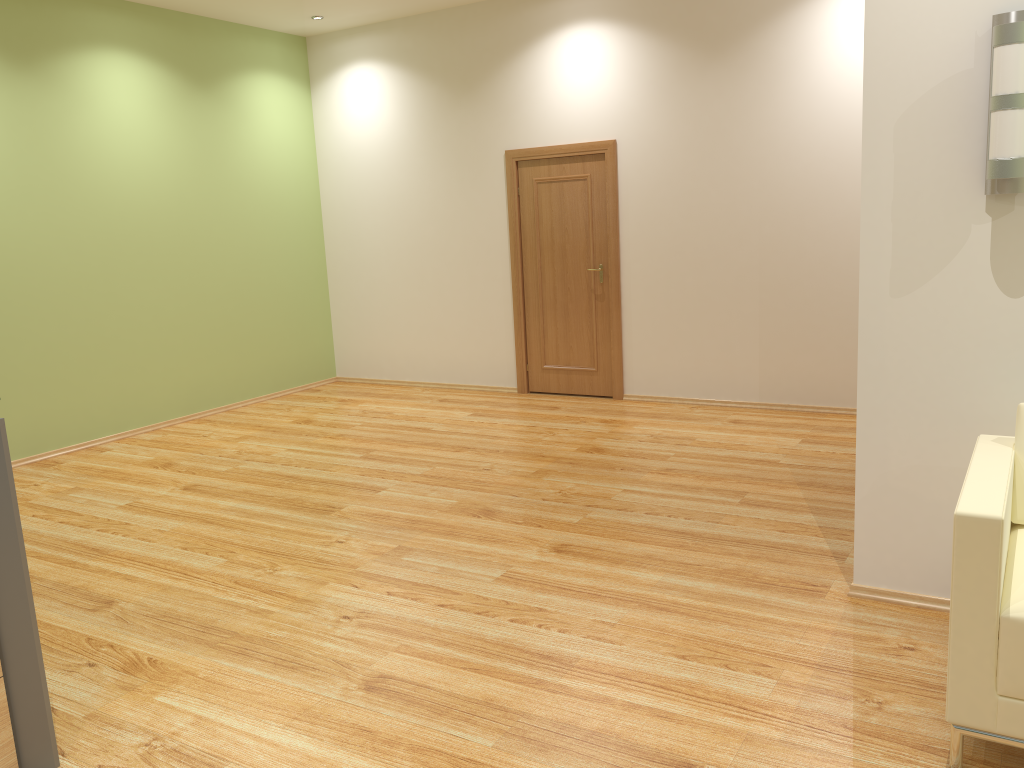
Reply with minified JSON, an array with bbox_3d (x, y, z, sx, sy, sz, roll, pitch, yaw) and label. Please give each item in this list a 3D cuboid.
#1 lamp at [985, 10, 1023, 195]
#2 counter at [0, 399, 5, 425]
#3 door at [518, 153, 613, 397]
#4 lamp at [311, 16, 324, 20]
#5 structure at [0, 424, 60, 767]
[{"bbox_3d":[1.630,-0.917,2.898,0.134,0.580,0.142,3,12,31],"label":"lamp"},{"bbox_3d":[-3.423,0.247,2.100,3.674,0.078,1.837,0,11,16],"label":"counter"},{"bbox_3d":[0.450,-0.895,7.528,0.823,2.001,0.098,3,12,31],"label":"door"},{"bbox_3d":[-1.691,-3.182,7.711,0.105,0.011,0.105,-3,11,-1],"label":"lamp"},{"bbox_3d":[-3.394,0.800,2.203,3.673,1.049,1.837,0,11,16],"label":"structure"}]
